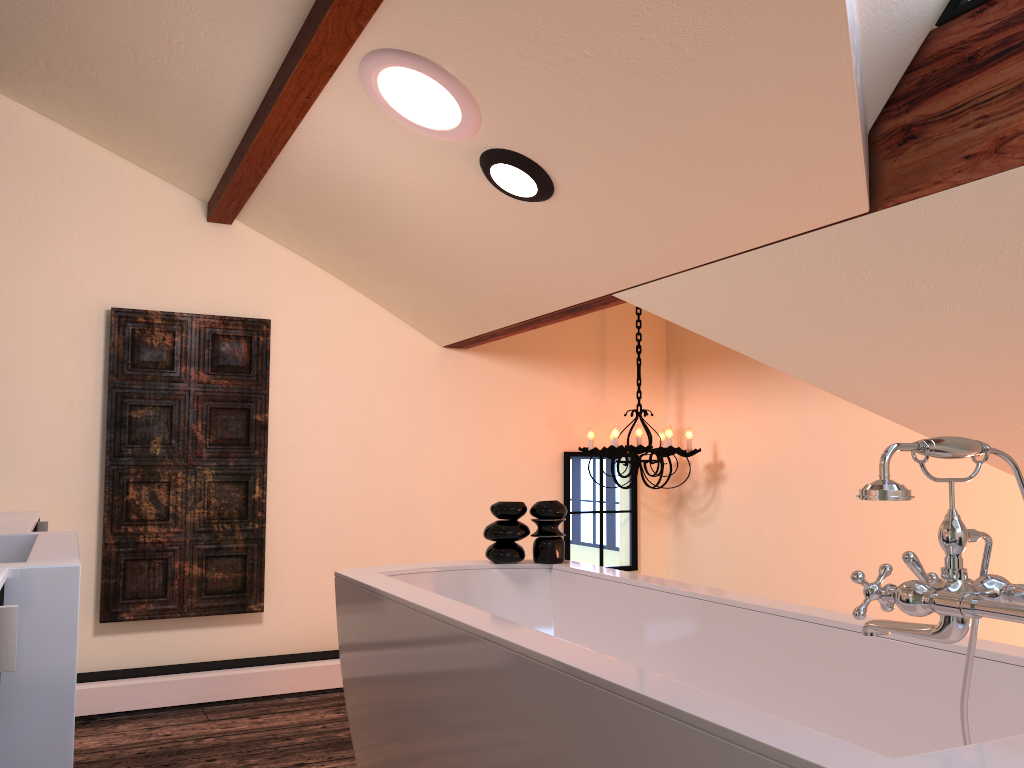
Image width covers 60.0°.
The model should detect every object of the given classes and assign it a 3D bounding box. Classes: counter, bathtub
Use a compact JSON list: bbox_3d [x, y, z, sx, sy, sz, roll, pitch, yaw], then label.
[{"bbox_3d":[-0.949,0.425,1.423,0.442,0.295,1.860,3,-6,-26],"label":"counter"},{"bbox_3d":[0.261,0.899,1.937,0.799,0.692,2.221,3,-6,-26],"label":"bathtub"}]

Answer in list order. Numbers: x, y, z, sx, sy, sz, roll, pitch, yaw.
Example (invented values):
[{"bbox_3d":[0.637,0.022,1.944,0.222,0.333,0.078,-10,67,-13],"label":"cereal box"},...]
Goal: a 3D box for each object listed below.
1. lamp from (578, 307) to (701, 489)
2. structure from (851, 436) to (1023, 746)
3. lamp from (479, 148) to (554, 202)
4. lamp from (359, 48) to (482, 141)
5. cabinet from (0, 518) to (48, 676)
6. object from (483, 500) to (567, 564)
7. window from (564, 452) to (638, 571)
[{"bbox_3d":[0.627,0.016,4.416,0.541,1.122,0.617,1,-4,-16],"label":"lamp"},{"bbox_3d":[0.666,0.627,1.086,0.384,1.117,0.555,1,-4,-12],"label":"structure"},{"bbox_3d":[0.014,-0.672,2.584,0.214,0.129,0.247,3,-6,-31],"label":"lamp"},{"bbox_3d":[-0.249,-0.865,2.409,0.329,0.171,0.370,4,-6,-31],"label":"lamp"},{"bbox_3d":[-0.976,0.749,1.389,0.386,0.920,1.860,2,-6,-26],"label":"cabinet"},{"bbox_3d":[0.044,0.539,2.913,0.276,0.228,0.157,0,-4,3],"label":"object"},{"bbox_3d":[0.467,0.751,4.679,0.449,0.699,0.046,2,-4,-27],"label":"window"}]
